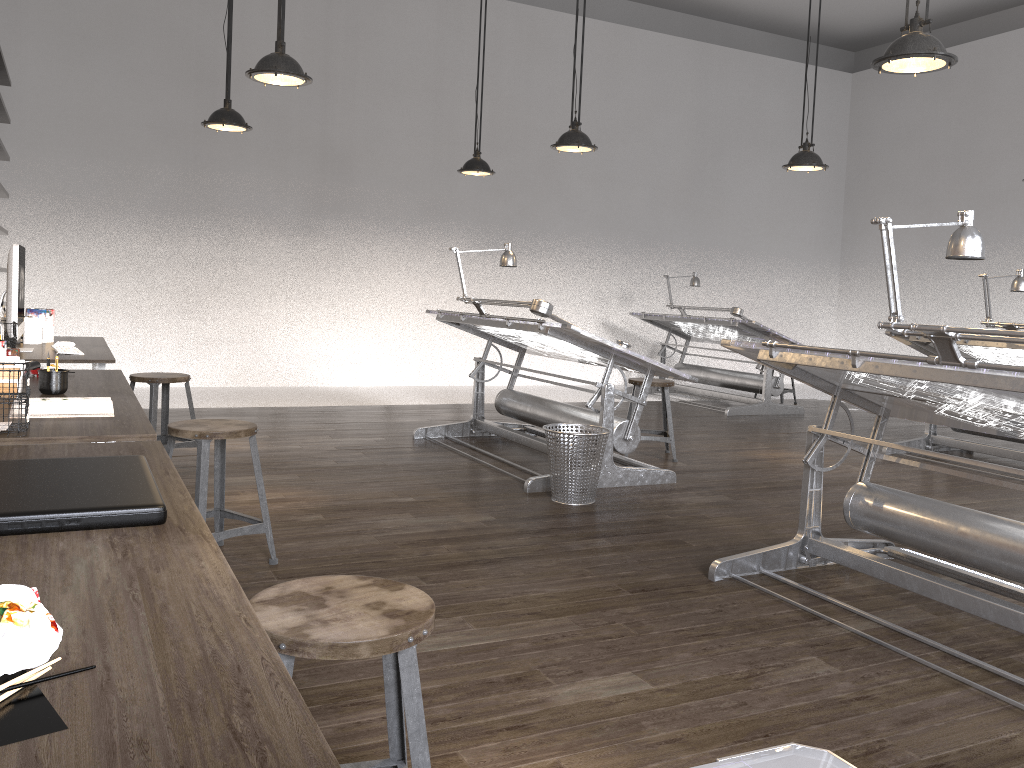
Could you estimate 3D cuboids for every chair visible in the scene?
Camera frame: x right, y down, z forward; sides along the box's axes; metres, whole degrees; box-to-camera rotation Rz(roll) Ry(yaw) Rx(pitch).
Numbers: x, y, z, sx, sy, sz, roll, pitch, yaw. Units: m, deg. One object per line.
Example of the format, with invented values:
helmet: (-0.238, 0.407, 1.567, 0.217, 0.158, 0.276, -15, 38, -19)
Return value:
chair: (0.930, 0.236, 6.001, 0.358, 0.526, 0.373, 3, 4, 2)
chair: (-1.951, 0.213, 4.893, 0.359, 0.526, 0.372, 5, 4, 32)
chair: (-1.117, 0.414, 3.288, 0.372, 0.526, 0.358, 5, 5, 36)
chair: (2.892, -0.045, 9.698, 0.359, 0.526, 0.372, 6, 5, 41)
chair: (-0.297, 0.632, 1.496, 0.358, 0.526, 0.373, 1, 4, -18)

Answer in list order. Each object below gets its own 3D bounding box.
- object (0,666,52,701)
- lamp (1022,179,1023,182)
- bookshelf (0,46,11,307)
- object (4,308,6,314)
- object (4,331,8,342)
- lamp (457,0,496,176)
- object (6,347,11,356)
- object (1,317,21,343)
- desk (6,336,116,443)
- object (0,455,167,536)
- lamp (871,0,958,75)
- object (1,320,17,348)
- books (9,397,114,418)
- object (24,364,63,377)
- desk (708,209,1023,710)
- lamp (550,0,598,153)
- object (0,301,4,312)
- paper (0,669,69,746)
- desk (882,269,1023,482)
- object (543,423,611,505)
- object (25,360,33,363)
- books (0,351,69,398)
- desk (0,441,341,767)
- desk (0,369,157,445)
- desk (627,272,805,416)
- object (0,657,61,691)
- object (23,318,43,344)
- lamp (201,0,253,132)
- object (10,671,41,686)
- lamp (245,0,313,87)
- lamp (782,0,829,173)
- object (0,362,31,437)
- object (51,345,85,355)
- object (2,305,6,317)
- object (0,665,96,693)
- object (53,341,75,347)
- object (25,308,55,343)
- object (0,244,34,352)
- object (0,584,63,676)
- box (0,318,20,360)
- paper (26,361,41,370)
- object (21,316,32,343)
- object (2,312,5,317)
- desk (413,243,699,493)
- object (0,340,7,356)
object: (-0.461, 0.283, 0.787, 0.005, 0.005, 0.158, 3, 6, 7)
lamp: (3.814, -2.541, 6.166, 0.311, 2.247, 0.313, 5, 4, 43)
bookshelf: (-1.875, -0.161, 2.420, 0.373, 3.197, 9.213, 1, 5, -27)
object: (-2.779, -0.333, 4.895, 0.055, 0.180, 0.007, 0, 4, -45)
object: (-2.712, -0.275, 4.677, 0.097, 0.142, 0.092, 6, 5, 43)
lamp: (-0.237, -2.826, 7.117, 0.311, 2.247, 0.313, 5, 4, 43)
object: (-1.864, -0.080, 3.245, 0.049, 0.111, 0.050, 1, 4, -23)
object: (-2.718, -0.290, 4.804, 0.096, 0.142, 0.097, 2, 4, -10)
desk: (-2.523, 0.130, 4.728, 0.655, 0.667, 1.675, 1, 6, -27)
object: (-0.780, 0.183, 1.523, 0.312, 0.033, 0.447, 0, 6, -27)
lamp: (1.622, -2.366, 3.406, 0.312, 2.247, 0.311, 2, 3, -6)
object: (-2.367, -0.206, 4.017, 0.203, 0.160, 0.285, 0, 6, -34)
books: (-1.293, 0.059, 2.551, 0.256, 0.029, 0.356, 0, 6, -26)
object: (-1.740, -0.052, 3.330, 0.197, 0.050, 0.132, 6, 7, 34)
desk: (1.620, 0.167, 2.668, 1.076, 1.382, 2.289, 1, 5, -27)
lamp: (0.457, -2.654, 5.730, 0.313, 2.247, 0.311, 3, 3, -2)
object: (-1.952, -0.221, 3.345, 0.008, 0.186, 0.071, 3, 3, 16)
paper: (-0.479, 0.269, 0.766, 0.137, 0.038, 0.155, -2, 7, -41)
desk: (3.555, -0.071, 5.919, 1.076, 1.382, 2.077, 1, 5, -27)
object: (0.326, 0.417, 4.591, 0.353, 0.377, 0.354, 2, 4, -5)
object: (-1.924, -0.075, 3.509, 0.049, 0.037, 0.049, 1, 5, -23)
books: (-1.626, -0.040, 2.823, 0.385, 0.147, 0.295, 0, 6, -27)
desk: (-0.777, 0.562, 1.244, 0.655, 0.667, 1.675, 1, 6, -27)
desk: (-1.565, 0.367, 2.818, 0.655, 0.667, 1.675, 1, 6, -27)
desk: (2.080, -0.484, 9.335, 1.076, 1.382, 2.077, 1, 5, -27)
object: (-0.462, 0.275, 0.799, 0.011, 0.017, 0.172, 3, 6, 5)
object: (-2.612, -0.288, 4.827, 0.094, 0.144, 0.095, 3, 4, -1)
lamp: (-1.749, -2.738, 5.540, 0.313, 2.247, 0.311, 3, 3, -2)
object: (-0.470, 0.282, 0.804, 0.008, 0.006, 0.119, 4, 6, 14)
lamp: (-1.054, -2.565, 4.153, 0.313, 2.247, 0.311, 3, 3, -2)
lamp: (2.084, -2.607, 6.085, 0.313, 2.260, 0.311, 3, 3, -2)
object: (-1.312, 0.035, 2.115, 0.284, 0.160, 0.204, 0, 5, -27)
object: (-2.244, -0.171, 4.467, 0.118, 0.017, 0.440, -1, 7, -31)
object: (-2.793, -0.333, 4.891, 0.007, 0.204, 0.045, 5, 4, 44)
object: (-0.460, 0.277, 0.807, 0.006, 0.006, 0.156, 7, 7, 42)
object: (-2.395, -0.214, 4.738, 0.106, 0.028, 0.059, -1, 6, -30)
object: (-2.661, -0.326, 4.990, 0.144, 0.195, 0.145, 5, 5, 35)
object: (-2.465, -0.421, 4.356, 0.204, 0.516, 0.645, 1, 5, -27)
object: (-0.519, 0.251, 0.892, 0.132, 0.050, 0.198, 3, 6, 2)
box: (-1.959, -0.151, 3.379, 0.137, 0.206, 0.212, 1, 5, -26)
paper: (-1.818, -0.062, 3.438, 0.137, 0.038, 0.155, 1, 6, -12)
object: (-2.686, -0.298, 4.887, 0.068, 0.154, 0.068, 5, 4, 40)
object: (-2.802, -0.324, 4.916, 0.054, 0.157, 0.007, 0, 4, -43)
desk: (0.121, -0.205, 5.659, 1.076, 1.382, 2.077, 1, 5, -27)
object: (-1.869, -0.086, 3.168, 0.104, 0.141, 0.105, 1, 4, -19)
